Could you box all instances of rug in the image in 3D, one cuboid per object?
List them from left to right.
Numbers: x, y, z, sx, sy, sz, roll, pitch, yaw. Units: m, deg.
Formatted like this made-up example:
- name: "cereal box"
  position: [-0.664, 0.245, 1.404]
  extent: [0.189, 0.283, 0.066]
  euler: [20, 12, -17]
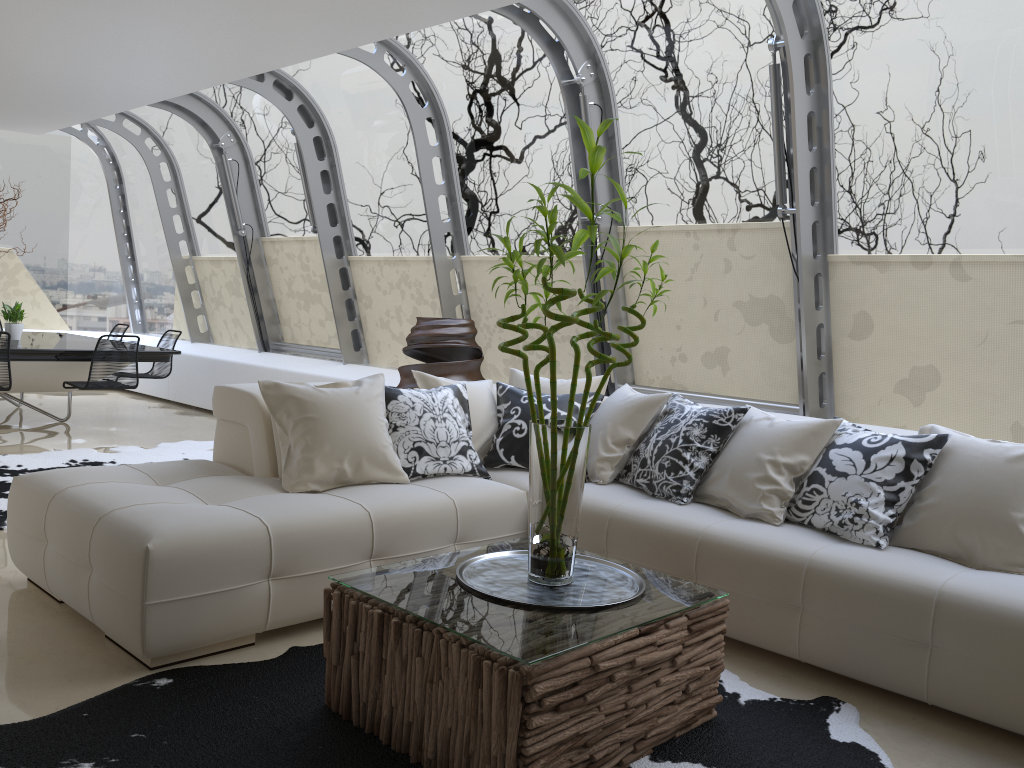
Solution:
- name: "rug"
  position: [-2.811, 0.649, 5.896]
  extent: [2.705, 0.008, 3.220]
  euler: [8, 6, 44]
- name: "rug"
  position: [-0.082, 1.058, 2.784]
  extent: [2.740, 0.008, 2.739]
  euler: [6, 5, 30]

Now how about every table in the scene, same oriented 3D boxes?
- name: "table"
  position: [-5.016, -0.059, 8.419]
  extent: [3.031, 0.759, 2.494]
  euler: [8, 6, 44]
- name: "table"
  position: [0.050, 0.853, 2.852]
  extent: [0.923, 0.448, 1.007]
  euler: [8, 6, 44]

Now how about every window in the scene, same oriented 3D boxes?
- name: "window"
  position: [-6.289, -0.785, 2.978]
  extent: [16.693, 3.674, 16.171]
  euler: [0, 6, -40]

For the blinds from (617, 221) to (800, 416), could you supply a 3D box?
- name: "blinds"
  position: [1.258, -0.398, 5.717]
  extent: [1.376, 1.214, 0.387]
  euler: [8, 6, 44]

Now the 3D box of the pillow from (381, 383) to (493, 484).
- name: "pillow"
  position: [-0.426, 0.237, 4.343]
  extent: [0.604, 0.471, 0.394]
  euler: [1, 5, -30]

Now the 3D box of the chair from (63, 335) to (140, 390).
- name: "chair"
  position: [-3.517, -0.184, 7.650]
  extent: [0.688, 0.519, 0.446]
  euler: [8, 6, 44]

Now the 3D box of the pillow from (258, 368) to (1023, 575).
- name: "pillow"
  position: [0.620, 0.281, 4.219]
  extent: [3.322, 0.530, 1.656]
  euler: [5, 4, 14]

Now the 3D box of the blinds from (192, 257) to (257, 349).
- name: "blinds"
  position: [-3.134, -0.906, 9.991]
  extent: [1.430, 1.027, 0.329]
  euler: [8, 6, 44]

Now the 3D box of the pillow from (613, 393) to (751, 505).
- name: "pillow"
  position: [0.786, 0.301, 4.249]
  extent: [0.382, 0.467, 0.608]
  euler: [1, 5, -27]

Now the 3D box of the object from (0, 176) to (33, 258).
- name: "object"
  position: [-5.098, -1.210, 8.233]
  extent: [1.135, 1.549, 1.031]
  euler: [7, 5, 36]

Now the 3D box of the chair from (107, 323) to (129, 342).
- name: "chair"
  position: [-4.624, -0.416, 9.775]
  extent: [0.446, 0.519, 0.688]
  euler: [8, 6, 44]

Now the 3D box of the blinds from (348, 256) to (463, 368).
- name: "blinds"
  position: [-0.927, -0.605, 7.864]
  extent: [1.430, 1.027, 0.329]
  euler: [8, 6, 44]

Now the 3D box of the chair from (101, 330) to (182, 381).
- name: "chair"
  position: [-3.710, -0.291, 8.894]
  extent: [0.446, 0.519, 0.688]
  euler: [8, 6, 44]

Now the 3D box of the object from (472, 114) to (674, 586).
- name: "object"
  position: [0.185, -0.130, 2.885]
  extent: [0.673, 1.546, 0.584]
  euler: [3, 4, -7]

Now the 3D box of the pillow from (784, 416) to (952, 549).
- name: "pillow"
  position: [1.413, 0.394, 3.644]
  extent: [0.383, 0.463, 0.606]
  euler: [1, 5, -27]

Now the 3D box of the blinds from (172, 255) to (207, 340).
- name: "blinds"
  position: [-4.287, -0.548, 11.336]
  extent: [1.829, 2.118, 0.663]
  euler: [8, 6, 44]

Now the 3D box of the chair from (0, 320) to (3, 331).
- name: "chair"
  position: [-5.759, -0.490, 9.811]
  extent: [0.688, 0.519, 0.446]
  euler: [8, 6, 44]

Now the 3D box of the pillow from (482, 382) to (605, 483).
- name: "pillow"
  position: [0.152, 0.260, 4.662]
  extent: [0.599, 0.483, 0.405]
  euler: [5, 4, 12]

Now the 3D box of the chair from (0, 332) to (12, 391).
- name: "chair"
  position: [-4.210, -0.173, 6.932]
  extent: [0.688, 0.519, 0.446]
  euler: [8, 6, 44]

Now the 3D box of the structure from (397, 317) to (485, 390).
- name: "structure"
  position: [-0.521, 0.153, 6.383]
  extent: [0.674, 1.258, 0.672]
  euler: [5, 5, 21]

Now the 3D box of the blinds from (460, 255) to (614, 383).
- name: "blinds"
  position: [0.176, -0.454, 6.801]
  extent: [1.430, 1.027, 0.329]
  euler: [8, 6, 44]

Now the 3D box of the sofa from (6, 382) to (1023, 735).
- name: "sofa"
  position: [0.422, 0.601, 3.564]
  extent: [4.169, 0.866, 3.257]
  euler: [8, 6, 44]

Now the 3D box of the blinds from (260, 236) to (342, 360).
- name: "blinds"
  position: [-2.043, -0.848, 8.898]
  extent: [1.376, 1.214, 0.387]
  euler: [8, 6, 44]

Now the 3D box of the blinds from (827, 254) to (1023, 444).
- name: "blinds"
  position: [2.378, -0.154, 4.680]
  extent: [1.430, 1.027, 0.329]
  euler: [8, 6, 44]

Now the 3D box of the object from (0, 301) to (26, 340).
- name: "object"
  position: [-4.788, -0.658, 8.369]
  extent: [0.417, 0.476, 0.238]
  euler: [2, 5, -18]
